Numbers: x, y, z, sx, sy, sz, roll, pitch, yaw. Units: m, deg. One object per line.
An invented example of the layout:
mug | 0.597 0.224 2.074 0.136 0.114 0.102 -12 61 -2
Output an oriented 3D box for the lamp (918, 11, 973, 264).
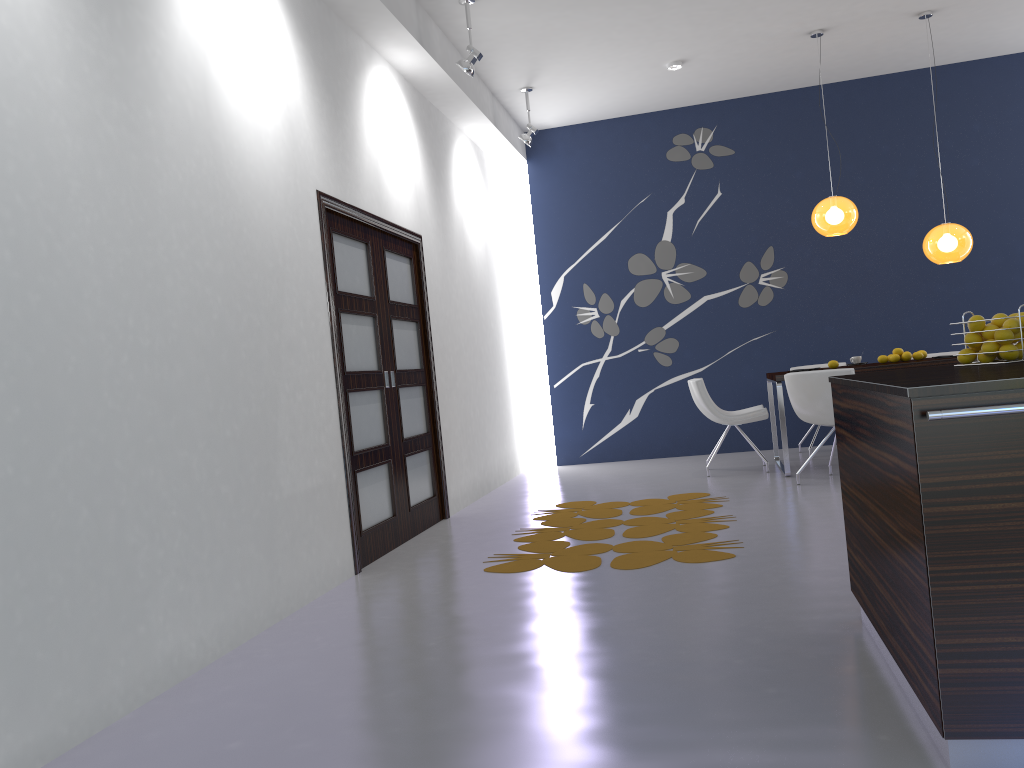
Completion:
lamp | 3.357 -1.940 6.999 0.359 1.974 0.358 -6 0 18

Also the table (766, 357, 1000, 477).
table | 3.164 0.211 7.096 2.046 0.783 1.127 -6 0 13

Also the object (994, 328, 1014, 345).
object | 1.524 -0.147 2.746 0.060 0.055 0.053 -6 0 -34

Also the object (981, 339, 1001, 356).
object | 1.505 -0.114 2.786 0.062 0.053 0.052 -6 0 -41

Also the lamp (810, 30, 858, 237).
lamp | 2.544 -2.025 7.173 0.358 1.645 0.359 -6 0 23

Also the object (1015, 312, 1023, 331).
object | 1.607 -0.197 2.782 0.052 0.060 0.057 -6 0 1

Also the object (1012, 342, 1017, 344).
object | 1.606 -0.156 2.850 0.062 0.053 0.052 -6 0 -16

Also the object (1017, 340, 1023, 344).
object | 1.633 -0.113 2.815 0.060 0.057 0.052 -6 0 14

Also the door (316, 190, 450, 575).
door | -0.846 -0.022 5.599 0.220 2.061 1.764 -6 0 13

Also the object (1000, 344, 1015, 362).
object | 1.600 -0.104 2.866 0.064 0.063 0.074 -5 0 33

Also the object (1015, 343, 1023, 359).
object | 1.591 -0.102 2.776 0.053 0.053 0.061 -6 0 -35

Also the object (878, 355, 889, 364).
object | 2.975 -0.198 7.108 0.083 0.068 0.070 -6 0 16

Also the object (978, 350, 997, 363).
object | 1.515 -0.091 2.828 0.061 0.055 0.050 -6 0 -32

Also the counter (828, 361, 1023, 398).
counter | 2.603 0.037 2.162 3.291 1.300 1.302 -6 0 13

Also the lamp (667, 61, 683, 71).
lamp | 1.390 -2.722 7.587 0.132 0.035 0.132 -6 0 13

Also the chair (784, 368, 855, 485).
chair | 2.323 0.289 6.310 0.620 0.805 0.508 -6 0 -42

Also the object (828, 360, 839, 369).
object | 2.534 -0.153 6.991 0.083 0.068 0.070 -6 0 16

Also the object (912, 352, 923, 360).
object | 3.225 -0.222 7.048 0.083 0.068 0.070 -6 0 16

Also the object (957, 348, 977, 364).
object | 1.472 -0.090 2.868 0.062 0.052 0.053 -6 0 -38

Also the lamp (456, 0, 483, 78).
lamp | -0.301 -2.304 5.923 0.185 0.511 0.150 -6 0 13

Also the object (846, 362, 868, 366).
object | 2.933 -0.170 7.536 0.154 0.020 0.154 -6 0 -33

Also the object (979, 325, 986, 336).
object | 1.515 -0.180 2.884 0.051 0.053 0.063 -6 0 25

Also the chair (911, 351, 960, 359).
chair | 3.884 0.123 7.865 0.508 0.805 0.620 -6 0 13

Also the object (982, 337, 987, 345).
object | 1.541 -0.136 2.866 0.051 0.053 0.062 -6 0 21

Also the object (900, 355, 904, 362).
object | 3.140 -0.216 7.115 0.081 0.071 0.069 -6 0 -10

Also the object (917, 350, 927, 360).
object | 3.281 -0.232 7.111 0.079 0.077 0.094 -6 0 -14

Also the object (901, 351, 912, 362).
object | 3.130 -0.218 7.032 0.076 0.080 0.094 -6 0 14

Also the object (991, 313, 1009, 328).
object | 1.556 -0.199 2.828 0.051 0.053 0.063 -6 0 14

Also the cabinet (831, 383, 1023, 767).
cabinet | 2.630 0.259 2.174 3.285 0.852 1.377 -6 0 13

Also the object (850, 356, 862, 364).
object | 2.924 -0.200 7.528 0.081 0.064 0.101 -5 0 37

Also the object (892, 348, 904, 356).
object | 3.082 -0.254 7.079 0.083 0.068 0.070 -6 0 16

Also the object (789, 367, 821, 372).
object | 2.377 -0.112 7.220 0.232 0.020 0.232 -5 0 41

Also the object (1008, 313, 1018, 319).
object | 1.616 -0.202 2.835 0.053 0.051 0.063 -6 0 -30

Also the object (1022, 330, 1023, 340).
object | 1.637 -0.160 2.796 0.053 0.051 0.063 -6 0 -19

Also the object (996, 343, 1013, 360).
object | 1.573 -0.107 2.832 0.057 0.060 0.052 -6 0 18

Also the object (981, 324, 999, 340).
object | 1.519 -0.163 2.813 0.055 0.051 0.061 -6 0 7

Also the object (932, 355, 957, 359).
object | 3.430 -0.216 6.953 0.232 0.020 0.232 -5 0 41

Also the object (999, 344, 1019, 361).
object | 1.539 -0.097 2.747 0.061 0.053 0.053 -6 0 -33

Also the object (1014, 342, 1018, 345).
object | 3.942 -0.298 6.963 0.101 0.064 0.081 -5 0 38

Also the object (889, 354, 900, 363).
object | 3.042 -0.204 7.049 0.070 0.068 0.083 -6 0 -19

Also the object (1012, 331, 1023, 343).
object | 1.579 -0.156 2.800 0.064 0.053 0.051 -6 0 15

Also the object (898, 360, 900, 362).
object | 3.122 -0.217 7.195 0.094 0.077 0.079 -6 0 -34

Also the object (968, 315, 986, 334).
object | 1.480 -0.190 2.826 0.050 0.060 0.059 -6 0 12

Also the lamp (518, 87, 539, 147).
lamp | 0.129 -2.358 7.875 0.185 0.511 0.150 -6 0 13

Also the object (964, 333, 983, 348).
object | 1.481 -0.141 2.846 0.061 0.054 0.053 -6 0 -31

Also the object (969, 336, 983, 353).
object | 1.521 -0.130 2.890 0.061 0.055 0.051 -6 0 -8

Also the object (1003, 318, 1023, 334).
object | 1.560 -0.179 2.762 0.063 0.051 0.053 -6 0 -32

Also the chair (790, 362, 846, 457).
chair | 2.873 0.223 8.091 0.508 0.805 0.620 -6 0 8

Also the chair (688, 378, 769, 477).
chair | 1.827 0.331 7.445 0.620 0.805 0.508 -6 0 13

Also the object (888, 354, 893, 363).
object | 3.060 -0.206 7.132 0.070 0.068 0.083 -6 0 -19

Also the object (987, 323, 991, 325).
object | 1.574 -0.175 2.894 0.061 0.052 0.053 -6 0 26

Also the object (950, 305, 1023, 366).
object | 1.551 -0.155 2.831 0.189 0.174 0.207 -6 0 -22
